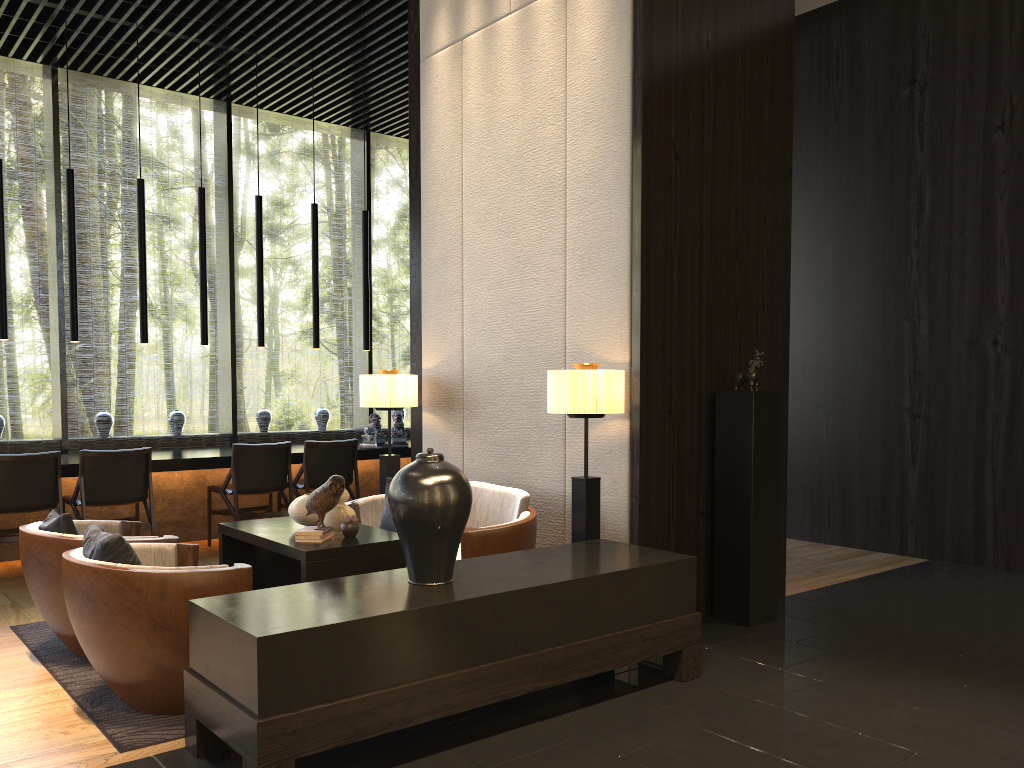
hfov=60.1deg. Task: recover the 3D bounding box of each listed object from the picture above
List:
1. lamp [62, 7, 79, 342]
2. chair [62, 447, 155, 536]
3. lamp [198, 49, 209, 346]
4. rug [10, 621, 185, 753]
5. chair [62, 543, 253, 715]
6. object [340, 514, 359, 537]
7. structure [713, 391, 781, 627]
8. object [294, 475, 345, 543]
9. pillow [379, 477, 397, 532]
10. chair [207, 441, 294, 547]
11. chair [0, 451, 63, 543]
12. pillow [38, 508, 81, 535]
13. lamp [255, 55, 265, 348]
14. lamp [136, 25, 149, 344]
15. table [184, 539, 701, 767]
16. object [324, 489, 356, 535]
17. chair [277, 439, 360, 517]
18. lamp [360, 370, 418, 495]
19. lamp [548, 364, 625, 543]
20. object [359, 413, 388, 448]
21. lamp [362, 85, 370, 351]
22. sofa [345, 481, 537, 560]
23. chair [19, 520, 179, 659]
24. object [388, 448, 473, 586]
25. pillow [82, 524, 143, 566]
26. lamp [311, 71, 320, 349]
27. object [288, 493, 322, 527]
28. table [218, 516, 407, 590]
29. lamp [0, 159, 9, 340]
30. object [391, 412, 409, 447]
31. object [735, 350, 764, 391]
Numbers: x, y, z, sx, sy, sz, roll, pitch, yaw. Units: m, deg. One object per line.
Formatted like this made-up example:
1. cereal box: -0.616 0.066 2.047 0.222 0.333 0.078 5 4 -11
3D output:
1. lamp: -3.250 -1.524 6.512 0.060 2.428 0.060 -3 4 -44
2. chair: -2.812 0.854 6.196 0.525 0.829 0.562 -2 3 -39
3. lamp: -2.495 -1.521 7.117 0.060 2.428 0.060 -3 4 -44
4. rug: -1.090 1.252 4.487 2.239 0.008 2.039 0 0 -39
5. chair: -1.443 0.951 3.522 0.605 0.606 0.803 -1 1 -39
6. object: -0.778 0.678 4.254 0.091 0.112 0.091 0 2 14
7. structure: 1.242 0.646 4.680 0.240 1.221 0.240 -2 4 -39
8. object: -0.887 0.579 4.165 0.229 0.310 0.173 0 2 7
9. pillow: -0.582 0.732 5.088 0.219 0.362 0.471 -2 2 -42
10. chair: -2.001 0.856 6.845 0.525 0.829 0.562 -2 3 -39
11. chair: -3.260 0.853 5.837 0.525 0.829 0.562 -2 3 -39
12. pillow: -2.074 0.741 4.105 0.205 0.339 0.441 -1 2 -32
13. lamp: -2.121 -1.520 7.416 0.060 2.428 0.060 -3 4 -44
14. lamp: -2.861 -1.522 6.823 0.060 2.428 0.060 -3 4 -44
15. table: -0.157 0.985 3.376 1.958 0.514 0.619 0 1 -39
16. object: -0.854 0.605 4.349 0.174 0.258 0.174 -1 2 -19
17. chair: -1.552 0.858 7.205 0.525 0.829 0.562 -2 3 -39
18. lamp: -0.803 0.586 5.810 0.375 1.355 0.374 -1 3 -9
19. lamp: 0.362 0.578 4.359 0.375 1.355 0.374 0 3 9
20. object: -1.239 0.416 7.948 0.207 0.311 0.162 1 3 31
21. lamp: -1.335 -1.518 8.045 0.060 2.428 0.060 -3 4 -44
22. sofa: -0.392 0.911 4.952 0.602 0.695 1.447 -1 1 -39
23. chair: -1.978 0.954 4.189 0.605 0.606 0.803 -1 1 -39
24. object: -0.301 0.481 3.263 0.311 0.494 0.311 2 3 40
25. pillow: -1.535 0.733 3.437 0.222 0.363 0.398 -2 2 -38
26. lamp: -1.724 -1.519 7.734 0.060 2.428 0.060 -3 4 -44
27. object: -1.029 0.653 4.569 0.245 0.168 0.245 0 1 9
28. table: -1.005 0.994 4.476 0.575 0.519 1.041 -1 1 -39
29. lamp: -3.611 -1.525 6.223 0.060 2.428 0.060 -3 4 -44
30. object: -1.040 0.415 8.100 0.163 0.314 0.208 -1 2 -14
31. object: 1.240 -0.068 4.623 0.161 0.218 0.102 2 3 39
